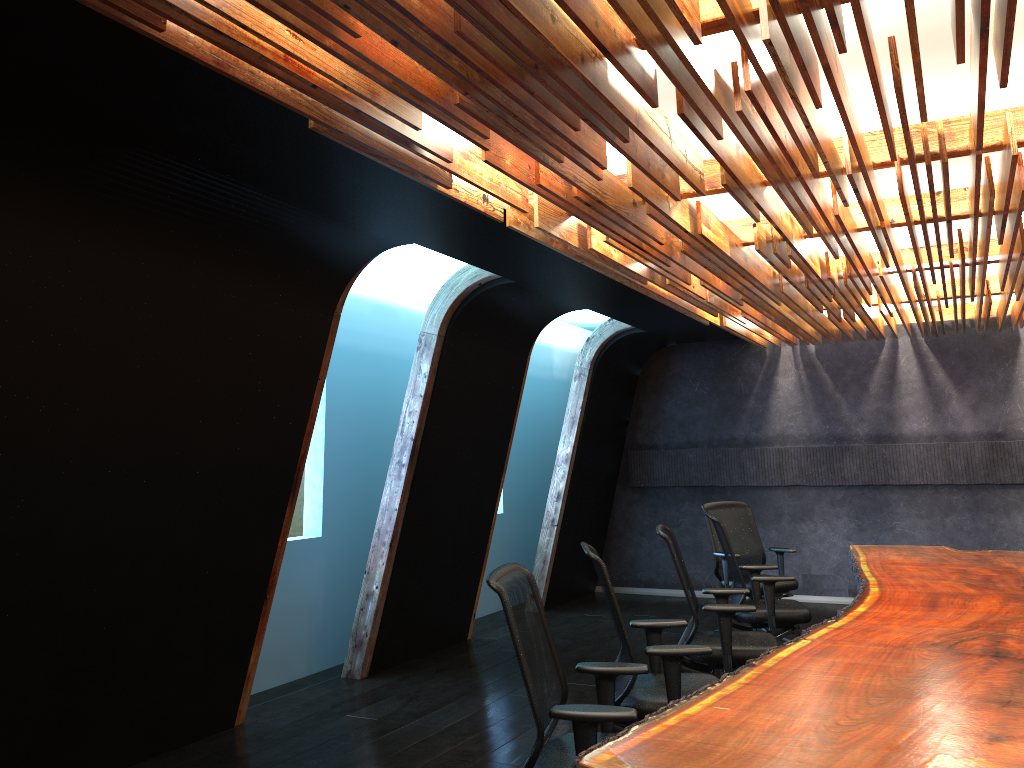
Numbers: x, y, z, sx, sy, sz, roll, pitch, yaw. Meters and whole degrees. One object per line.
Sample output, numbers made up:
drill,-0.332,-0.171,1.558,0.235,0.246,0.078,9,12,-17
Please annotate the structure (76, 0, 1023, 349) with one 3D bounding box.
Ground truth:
structure,2.459,0.335,4.509,4.499,3.055,11.314,-5,-7,27

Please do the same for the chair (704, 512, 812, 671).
chair,1.865,1.571,6.407,0.796,1.266,0.795,-2,-11,6

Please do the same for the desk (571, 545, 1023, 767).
desk,2.545,1.613,4.733,2.023,0.834,6.568,-4,-6,27

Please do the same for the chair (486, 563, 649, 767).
chair,0.345,1.318,3.224,0.795,1.266,0.796,-3,-11,11

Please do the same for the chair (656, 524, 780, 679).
chair,1.299,1.477,5.227,0.795,1.266,0.796,-3,-11,11

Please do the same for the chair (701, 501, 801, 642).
chair,2.177,1.690,7.807,0.814,1.266,0.778,5,-12,-28

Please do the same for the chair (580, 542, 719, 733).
chair,0.752,1.394,4.172,0.796,1.266,0.795,-1,-11,1
